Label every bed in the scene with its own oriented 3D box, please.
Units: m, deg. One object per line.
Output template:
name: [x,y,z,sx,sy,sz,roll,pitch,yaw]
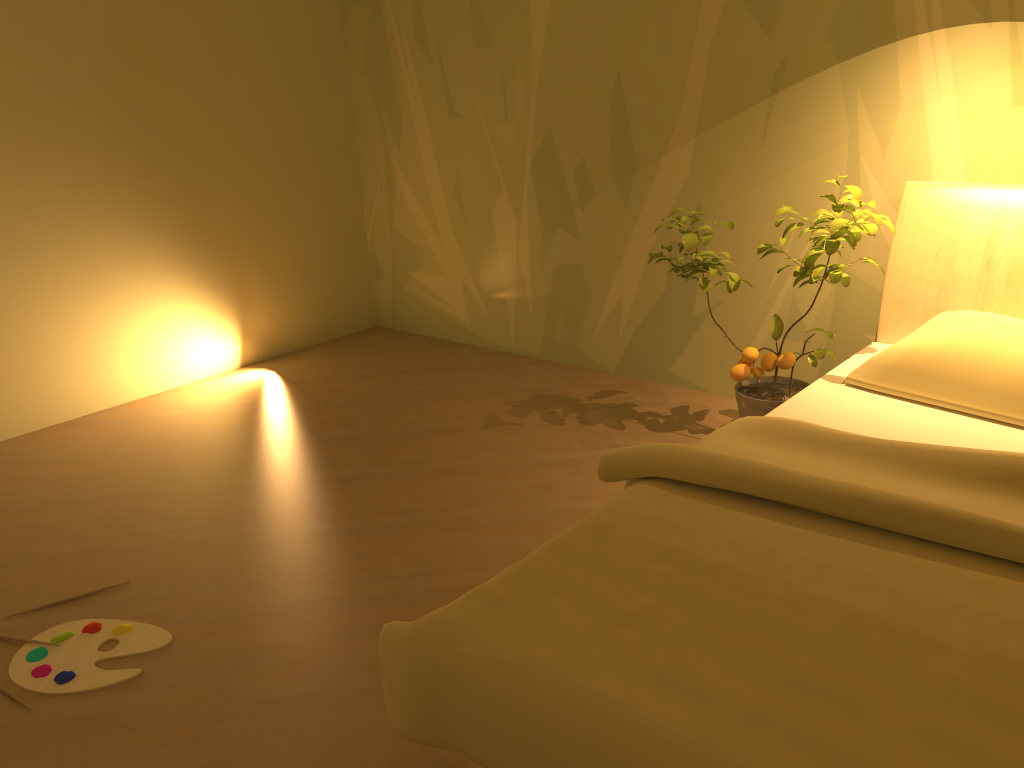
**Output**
bed: [0.931,0.167,1.926,1.286,0.894,2.378,13,25,39]

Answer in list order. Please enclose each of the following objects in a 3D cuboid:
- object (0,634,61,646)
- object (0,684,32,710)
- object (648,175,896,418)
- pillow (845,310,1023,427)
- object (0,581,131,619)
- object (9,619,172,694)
object: [-1.270,0.643,2.247,0.325,0.015,0.010,3,20,19]
object: [-1.206,0.702,2.073,0.325,0.010,0.010,10,23,34]
object: [0.791,-0.200,2.934,0.828,0.944,0.372,10,23,33]
pillow: [1.390,-0.040,2.407,0.482,0.213,0.801,-18,24,-36]
object: [-1.210,0.586,2.411,0.325,0.010,0.010,-13,21,-27]
object: [-1.045,0.658,2.168,0.366,0.014,0.288,1,19,13]
